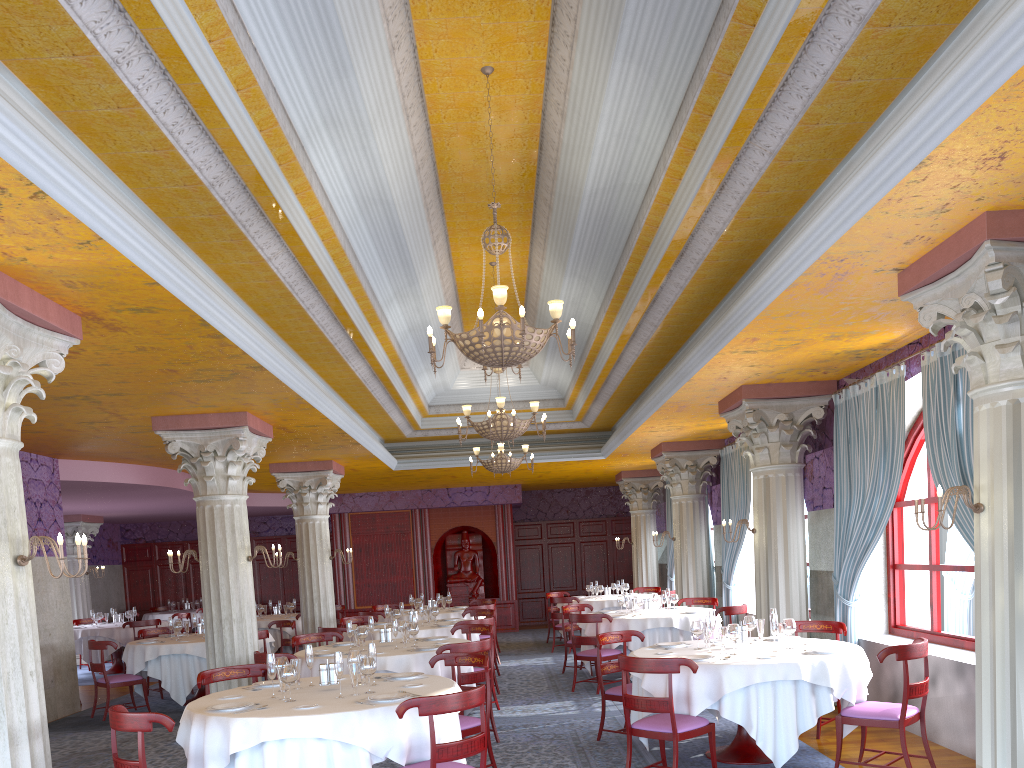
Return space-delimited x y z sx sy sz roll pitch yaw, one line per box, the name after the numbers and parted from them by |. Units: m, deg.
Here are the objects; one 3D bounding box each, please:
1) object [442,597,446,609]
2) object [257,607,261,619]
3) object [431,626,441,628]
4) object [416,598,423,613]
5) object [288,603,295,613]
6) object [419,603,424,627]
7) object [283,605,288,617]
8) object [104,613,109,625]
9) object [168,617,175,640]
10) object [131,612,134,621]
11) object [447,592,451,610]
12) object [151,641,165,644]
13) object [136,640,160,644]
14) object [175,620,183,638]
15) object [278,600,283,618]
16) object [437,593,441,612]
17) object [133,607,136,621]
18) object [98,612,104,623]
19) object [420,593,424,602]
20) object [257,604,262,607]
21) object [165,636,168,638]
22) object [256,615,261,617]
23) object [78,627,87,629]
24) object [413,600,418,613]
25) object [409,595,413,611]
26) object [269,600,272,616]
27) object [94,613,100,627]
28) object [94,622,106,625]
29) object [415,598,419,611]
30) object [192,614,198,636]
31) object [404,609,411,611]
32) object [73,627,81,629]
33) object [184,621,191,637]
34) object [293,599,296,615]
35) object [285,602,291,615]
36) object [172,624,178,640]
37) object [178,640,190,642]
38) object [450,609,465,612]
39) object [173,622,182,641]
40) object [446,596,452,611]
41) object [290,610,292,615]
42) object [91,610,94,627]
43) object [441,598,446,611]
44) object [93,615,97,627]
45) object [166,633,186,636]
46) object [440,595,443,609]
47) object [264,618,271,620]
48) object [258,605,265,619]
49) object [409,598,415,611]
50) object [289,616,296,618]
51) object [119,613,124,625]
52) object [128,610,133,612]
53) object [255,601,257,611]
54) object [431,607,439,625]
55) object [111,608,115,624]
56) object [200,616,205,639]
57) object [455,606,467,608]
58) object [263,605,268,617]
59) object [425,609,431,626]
-1.282 4.162 16.257 0.086 0.239 0.085 -3 2 2 | object
-4.902 4.433 16.611 0.085 0.239 0.085 -4 2 -21 | object
-1.069 3.414 12.038 0.027 0.013 0.236 5 -14 -45 | object
-1.691 4.045 15.629 0.122 0.266 0.122 -3 1 -10 | object
-4.301 4.406 16.707 0.122 0.266 0.122 -3 1 -10 | object
-1.300 3.327 12.338 0.074 0.338 0.073 -1 4 35 | object
-4.394 4.410 16.638 0.086 0.239 0.084 -2 2 24 | object
-8.264 4.790 17.463 0.085 0.239 0.085 -4 2 -21 | object
-4.950 3.549 12.437 0.074 0.338 0.073 -1 4 35 | object
-7.756 4.767 17.490 0.086 0.239 0.084 -2 2 24 | object
-1.187 4.090 16.170 0.074 0.338 0.073 -1 4 35 | object
-4.962 3.611 11.961 0.256 0.020 0.055 7 -14 -41 | object
-5.137 3.642 12.083 0.313 0.024 0.318 -3 -11 -1 | object
-4.973 3.657 12.793 0.123 0.266 0.121 -3 1 13 | object
-4.480 4.346 16.537 0.074 0.338 0.073 -1 4 35 | object
-1.340 3.994 15.649 0.074 0.338 0.073 -1 4 35 | object
-7.662 4.696 17.402 0.074 0.338 0.073 -4 3 -10 | object
-8.358 4.768 17.392 0.123 0.266 0.121 -2 1 35 | object
-1.709 4.150 16.325 0.074 0.338 0.073 -1 4 35 | object
-5.024 4.514 17.047 0.123 0.266 0.121 -3 1 13 | object
-5.276 3.835 12.991 0.054 0.020 0.261 5 -14 -40 | object
-5.207 4.718 17.419 0.313 0.024 0.318 -3 -11 -1 | object
-8.348 4.721 16.561 0.256 0.020 0.055 7 -14 -41 | object
-1.761 4.081 15.723 0.085 0.239 0.085 -4 2 -21 | object
-1.862 4.054 15.804 0.074 0.338 0.073 -1 4 35 | object
-4.849 4.502 17.213 0.074 0.338 0.073 -1 4 35 | object
-8.166 4.651 16.861 0.122 0.266 0.122 -3 1 -10 | object
-8.541 4.971 17.763 0.312 0.024 0.319 1 -12 -20 | object
-1.790 4.185 16.231 0.086 0.239 0.084 -2 2 24 | object
-4.797 3.645 12.958 0.074 0.338 0.073 -1 4 35 | object
-2.066 4.366 16.531 0.317 0.024 0.314 -12 -14 38 | object
-8.522 4.753 16.682 0.315 0.024 0.316 -7 -12 19 | object
-4.879 3.679 12.864 0.085 0.239 0.086 -5 3 -43 | object
-4.327 4.442 17.058 0.074 0.338 0.073 -1 4 35 | object
-4.494 4.523 17.238 0.123 0.266 0.121 -3 1 13 | object
-4.850 3.576 12.357 0.085 0.239 0.085 -4 2 -21 | object
-4.587 3.598 11.975 0.158 0.009 0.161 4 -13 -30 | object
-0.966 4.091 15.464 0.313 0.024 0.318 -3 -11 -1 | object
-4.780 3.540 12.262 0.123 0.266 0.121 -3 1 13 | object
-1.161 4.054 15.819 0.122 0.266 0.122 -3 1 -10 | object
-4.422 4.514 17.145 0.085 0.239 0.086 -5 3 -43 | object
-8.336 4.660 17.036 0.074 0.338 0.073 -4 3 -10 | object
-1.254 4.058 15.750 0.086 0.239 0.084 -2 2 24 | object
-8.236 4.687 16.956 0.085 0.239 0.085 -4 2 -21 | object
-5.155 3.861 13.164 0.313 0.024 0.318 -3 -11 -1 | object
-1.354 4.171 16.350 0.122 0.266 0.122 -3 1 -10 | object
-4.639 4.455 16.230 0.158 0.009 0.161 4 -13 -30 | object
-4.831 4.397 16.517 0.123 0.266 0.121 -3 1 13 | object
-1.884 4.162 16.159 0.122 0.266 0.122 -3 1 -10 | object
-4.106 4.443 16.352 0.313 0.024 0.318 -3 -11 -1 | object
-7.728 4.664 16.982 0.086 0.239 0.085 -3 2 2 | object
-7.828 4.777 17.582 0.122 0.266 0.122 -3 1 -10 | object
-5.002 4.406 16.692 0.074 0.338 0.073 -1 4 35 | object
-1.121 3.387 12.508 0.121 0.266 0.122 -4 1 -32 | object
-8.183 4.756 17.557 0.074 0.338 0.073 -4 3 -10 | object
-4.429 3.489 12.282 0.074 0.338 0.073 -1 4 35 | object
-0.984 4.309 16.545 0.312 0.024 0.319 1 -12 -20 | object
-4.930 4.537 17.119 0.085 0.239 0.085 -4 2 -21 | object
-1.214 3.391 12.439 0.086 0.239 0.084 -2 2 24 | object
